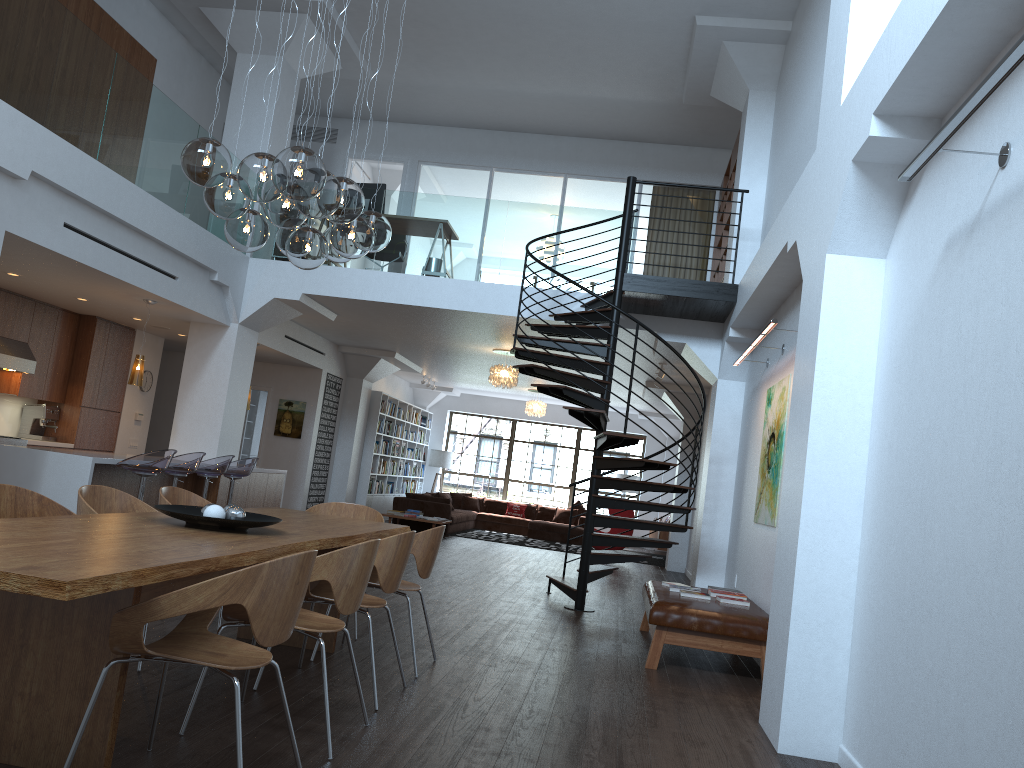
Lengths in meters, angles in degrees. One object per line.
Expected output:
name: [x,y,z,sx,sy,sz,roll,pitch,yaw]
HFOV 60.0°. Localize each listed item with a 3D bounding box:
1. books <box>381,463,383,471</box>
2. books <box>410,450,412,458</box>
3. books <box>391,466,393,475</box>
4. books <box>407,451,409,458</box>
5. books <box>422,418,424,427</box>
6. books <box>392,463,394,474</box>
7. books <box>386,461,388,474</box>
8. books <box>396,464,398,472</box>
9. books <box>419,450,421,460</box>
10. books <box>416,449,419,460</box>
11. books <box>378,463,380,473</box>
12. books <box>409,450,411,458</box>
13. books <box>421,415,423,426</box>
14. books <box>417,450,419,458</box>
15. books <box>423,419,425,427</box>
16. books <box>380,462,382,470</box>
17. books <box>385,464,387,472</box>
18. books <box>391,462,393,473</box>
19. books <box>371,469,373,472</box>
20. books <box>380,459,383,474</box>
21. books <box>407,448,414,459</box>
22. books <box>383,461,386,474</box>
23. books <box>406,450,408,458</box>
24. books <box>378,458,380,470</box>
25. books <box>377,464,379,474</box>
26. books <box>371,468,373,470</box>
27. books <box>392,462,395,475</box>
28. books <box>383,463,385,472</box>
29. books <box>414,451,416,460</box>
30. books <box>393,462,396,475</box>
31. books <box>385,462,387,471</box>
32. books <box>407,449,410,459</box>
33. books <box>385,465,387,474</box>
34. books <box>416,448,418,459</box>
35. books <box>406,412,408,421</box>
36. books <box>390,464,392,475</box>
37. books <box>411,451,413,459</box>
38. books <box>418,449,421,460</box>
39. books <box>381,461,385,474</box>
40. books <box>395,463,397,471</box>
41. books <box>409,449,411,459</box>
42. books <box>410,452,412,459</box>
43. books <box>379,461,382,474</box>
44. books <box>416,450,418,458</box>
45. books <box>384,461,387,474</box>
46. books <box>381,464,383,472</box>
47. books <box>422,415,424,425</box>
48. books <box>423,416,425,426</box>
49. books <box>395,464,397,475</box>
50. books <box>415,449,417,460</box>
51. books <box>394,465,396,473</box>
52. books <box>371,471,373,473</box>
books: [-2.568,1.600,16.970,0.161,0.223,0.026,7,-6,8]
books: [-2.249,1.516,19.143,0.134,0.184,0.030,7,-6,8]
books: [-2.472,1.678,17.684,0.171,0.246,0.057,7,-6,7]
books: [-2.269,1.495,18.878,0.120,0.167,0.019,7,-6,8]
books: [-2.079,0.826,19.931,0.183,0.253,0.042,7,-6,8]
books: [-2.469,1.689,17.761,0.174,0.240,0.045,7,-6,7]
books: [-2.520,1.627,17.305,0.183,0.253,0.034,7,-6,8]
books: [-2.434,1.733,18.082,0.168,0.231,0.037,7,-6,7]
books: [-2.153,1.595,20.004,0.174,0.236,0.142,7,-6,7]
books: [-2.182,1.559,19.753,0.171,0.246,0.039,7,-6,8]
books: [-2.581,1.584,16.758,0.144,0.207,0.048,7,-6,8]
books: [-2.258,1.498,19.043,0.136,0.196,0.045,7,-6,8]
books: [-2.094,0.810,19.802,0.183,0.253,0.042,7,-6,8]
books: [-2.180,1.561,19.792,0.160,0.251,0.039,7,-6,8]
books: [-2.070,0.837,20.018,0.183,0.253,0.042,7,-6,8]
books: [-2.577,1.591,16.891,0.161,0.223,0.027,7,-6,8]
books: [-2.539,1.625,17.242,0.174,0.240,0.045,7,-6,8]
books: [-2.474,1.669,17.640,0.183,0.253,0.034,7,-6,7]
books: [-2.675,1.581,16.343,0.197,0.033,0.284,9,-6,-17]
books: [-2.570,1.562,16.935,0.176,0.290,0.053,7,-6,8]
books: [-2.221,1.516,19.329,0.140,0.231,0.042,7,-6,8]
books: [-2.544,1.606,17.138,0.183,0.253,0.034,7,-6,8]
books: [-2.289,1.479,18.809,0.128,0.178,0.021,7,-6,8]
books: [-2.575,1.535,16.716,0.140,0.298,0.044,7,-6,8]
books: [-2.602,1.551,16.666,0.189,0.247,0.057,7,-6,8]
books: [-2.673,1.547,16.341,0.174,0.032,0.254,7,-6,3]
books: [-2.453,1.689,17.799,0.183,0.253,0.034,7,-6,7]
books: [-2.553,1.613,17.102,0.168,0.231,0.037,7,-6,8]
books: [-2.205,1.543,19.525,0.161,0.223,0.032,7,-6,8]
books: [-2.450,1.695,17.882,0.180,0.259,0.060,7,-6,7]
books: [-2.536,1.614,17.203,0.183,0.253,0.034,7,-6,8]
books: [-2.268,1.483,18.964,0.140,0.206,0.042,7,-6,8]
books: [-2.526,1.625,17.276,0.160,0.250,0.026,7,-6,8]
books: [-2.194,1.546,19.681,0.183,0.253,0.042,7,-6,8]
books: [-2.254,0.655,18.435,0.174,0.236,0.136,7,-6,7]
books: [-2.482,1.665,17.607,0.183,0.253,0.034,7,-6,7]
books: [-2.225,1.539,19.240,0.120,0.167,0.020,7,-6,8]
books: [-2.161,1.575,19.916,0.183,0.253,0.042,7,-6,8]
books: [-2.552,1.600,17.056,0.171,0.246,0.057,7,-6,8]
books: [-2.445,1.709,17.979,0.183,0.253,0.034,7,-6,7]
books: [-2.255,1.501,19.076,0.127,0.200,0.020,7,-6,8]
books: [-2.235,1.529,19.186,0.109,0.171,0.018,7,-6,8]
books: [-2.580,1.574,16.850,0.171,0.246,0.057,7,-6,8]
books: [-2.186,1.558,19.642,0.161,0.223,0.032,7,-6,8]
books: [-2.536,1.611,17.170,0.183,0.253,0.034,7,-6,8]
books: [-2.581,1.594,17.008,0.174,0.240,0.045,7,-6,8]
books: [-2.086,0.821,19.889,0.183,0.253,0.042,7,-6,8]
books: [-2.069,0.832,19.974,0.183,0.253,0.042,7,-6,8]
books: [-2.441,1.720,18.016,0.174,0.240,0.045,7,-6,7]
books: [-2.198,1.540,19.568,0.174,0.240,0.054,7,-6,8]
books: [-2.442,1.705,17.923,0.160,0.250,0.026,7,-6,7]
books: [-2.679,1.614,16.339,0.197,0.035,0.284,8,-6,-2]
